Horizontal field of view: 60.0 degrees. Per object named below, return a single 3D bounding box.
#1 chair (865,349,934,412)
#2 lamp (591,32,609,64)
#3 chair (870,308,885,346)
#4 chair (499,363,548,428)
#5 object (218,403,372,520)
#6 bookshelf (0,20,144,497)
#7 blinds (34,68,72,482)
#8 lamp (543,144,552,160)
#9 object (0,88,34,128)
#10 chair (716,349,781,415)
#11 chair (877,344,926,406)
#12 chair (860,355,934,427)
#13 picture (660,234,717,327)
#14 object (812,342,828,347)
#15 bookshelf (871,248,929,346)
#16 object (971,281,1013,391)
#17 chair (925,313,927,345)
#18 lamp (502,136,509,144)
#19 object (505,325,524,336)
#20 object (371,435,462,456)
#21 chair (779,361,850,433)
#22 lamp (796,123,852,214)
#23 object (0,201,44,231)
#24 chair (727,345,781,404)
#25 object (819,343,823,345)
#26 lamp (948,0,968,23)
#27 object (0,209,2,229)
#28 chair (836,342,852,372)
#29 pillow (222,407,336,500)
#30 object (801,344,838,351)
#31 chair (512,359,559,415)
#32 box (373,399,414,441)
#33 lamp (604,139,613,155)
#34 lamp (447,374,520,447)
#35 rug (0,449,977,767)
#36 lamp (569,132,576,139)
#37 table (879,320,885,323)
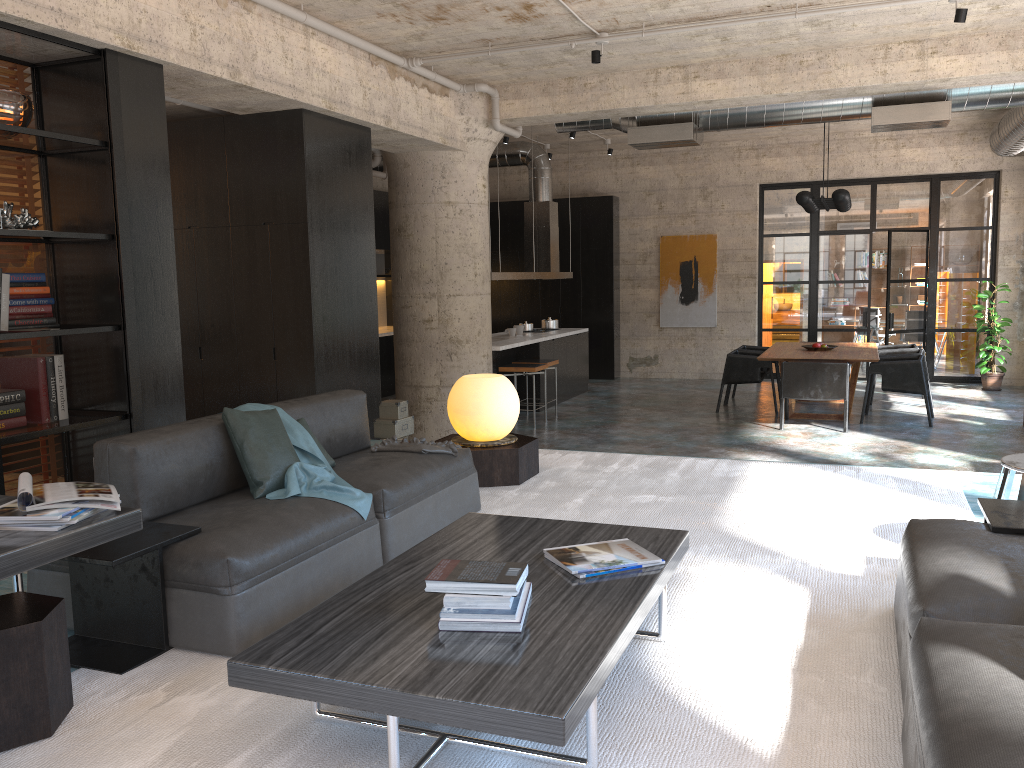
[{"bbox_3d":[4.772,-0.042,10.895,0.754,0.738,0.707,2,8,26],"label":"chair"},{"bbox_3d":[0.710,-2.704,7.144,0.141,0.215,0.107,-1,7,4],"label":"lamp"},{"bbox_3d":[6.933,-0.962,17.045,0.684,1.015,0.653,-6,8,-34],"label":"chair"},{"bbox_3d":[0.145,0.127,10.459,0.450,0.698,0.450,1,7,21],"label":"chair"},{"bbox_3d":[-1.035,0.332,3.982,0.444,0.438,0.985,-7,9,-42],"label":"object"},{"bbox_3d":[-2.994,-0.415,3.868,0.628,2.571,2.900,1,7,21],"label":"bookshelf"},{"bbox_3d":[-3.322,-0.233,4.016,0.136,3.160,2.915,1,7,21],"label":"blinds"},{"bbox_3d":[0.561,-3.634,13.892,0.145,0.236,0.107,-1,7,5],"label":"lamp"},{"bbox_3d":[-2.757,-1.414,4.666,0.430,0.217,0.434,2,7,24],"label":"object"},{"bbox_3d":[3.007,-0.042,11.203,0.754,0.738,0.707,1,7,21],"label":"chair"},{"bbox_3d":[5.044,-0.136,11.634,0.754,0.738,0.707,1,7,21],"label":"chair"},{"bbox_3d":[4.416,0.056,10.133,0.754,0.738,0.707,2,8,26],"label":"chair"},{"bbox_3d":[2.885,-1.678,14.518,0.928,1.494,0.029,1,7,21],"label":"picture"},{"bbox_3d":[3.808,-0.473,10.955,0.219,0.097,0.100,-4,7,-25],"label":"object"},{"bbox_3d":[8.308,-1.830,19.156,3.034,2.179,0.366,1,7,21],"label":"bookshelf"},{"bbox_3d":[6.772,-0.681,12.528,0.514,1.552,0.886,1,7,18],"label":"object"},{"bbox_3d":[6.967,-0.760,15.349,0.653,1.015,0.684,1,7,20],"label":"chair"},{"bbox_3d":[-0.112,-3.410,12.163,0.145,0.236,0.107,-1,7,5],"label":"lamp"},{"bbox_3d":[0.040,-0.725,11.994,0.188,0.133,0.437,2,7,22],"label":"object"},{"bbox_3d":[-0.480,0.366,4.738,0.433,0.185,0.429,1,7,18],"label":"object"},{"bbox_3d":[3.390,0.104,9.911,0.707,0.738,0.754,1,7,21],"label":"chair"},{"bbox_3d":[3.796,-2.781,10.713,0.583,1.327,1.813,1,7,21],"label":"lamp"},{"bbox_3d":[-2.722,-0.901,4.808,0.323,0.177,0.322,1,7,21],"label":"object"},{"bbox_3d":[3.283,-0.128,11.877,0.754,0.738,0.707,1,7,21],"label":"chair"},{"bbox_3d":[3.851,-0.476,11.013,0.110,0.082,0.088,-5,8,-28],"label":"object"},{"bbox_3d":[3.111,-2.631,6.191,0.107,0.236,0.145,-1,7,5],"label":"lamp"},{"bbox_3d":[-2.693,-0.848,4.263,0.200,0.200,0.409,3,8,31],"label":"object"},{"bbox_3d":[4.342,-0.205,12.337,0.707,0.738,0.754,1,7,21],"label":"chair"},{"bbox_3d":[-0.998,0.272,3.964,0.320,0.393,0.670,2,8,28],"label":"pillow"},{"bbox_3d":[3.808,-0.463,10.981,0.435,0.079,0.435,-5,8,-32],"label":"object"},{"bbox_3d":[0.298,0.062,10.978,0.450,0.698,0.450,1,7,21],"label":"chair"},{"bbox_3d":[-0.968,0.356,7.273,0.280,0.441,0.331,0,7,11],"label":"box"},{"bbox_3d":[1.471,-3.611,13.534,0.145,0.236,0.107,-1,7,5],"label":"lamp"},{"bbox_3d":[-0.181,0.154,5.646,0.462,0.417,0.462,-7,9,-40],"label":"lamp"},{"bbox_3d":[-0.026,0.963,2.504,2.954,0.032,7.768,1,7,21],"label":"rug"},{"bbox_3d":[0.780,-3.387,11.813,0.145,0.236,0.107,-1,7,5],"label":"lamp"},{"bbox_3d":[7.551,-0.886,17.539,1.800,0.721,0.800,1,7,21],"label":"table"}]
